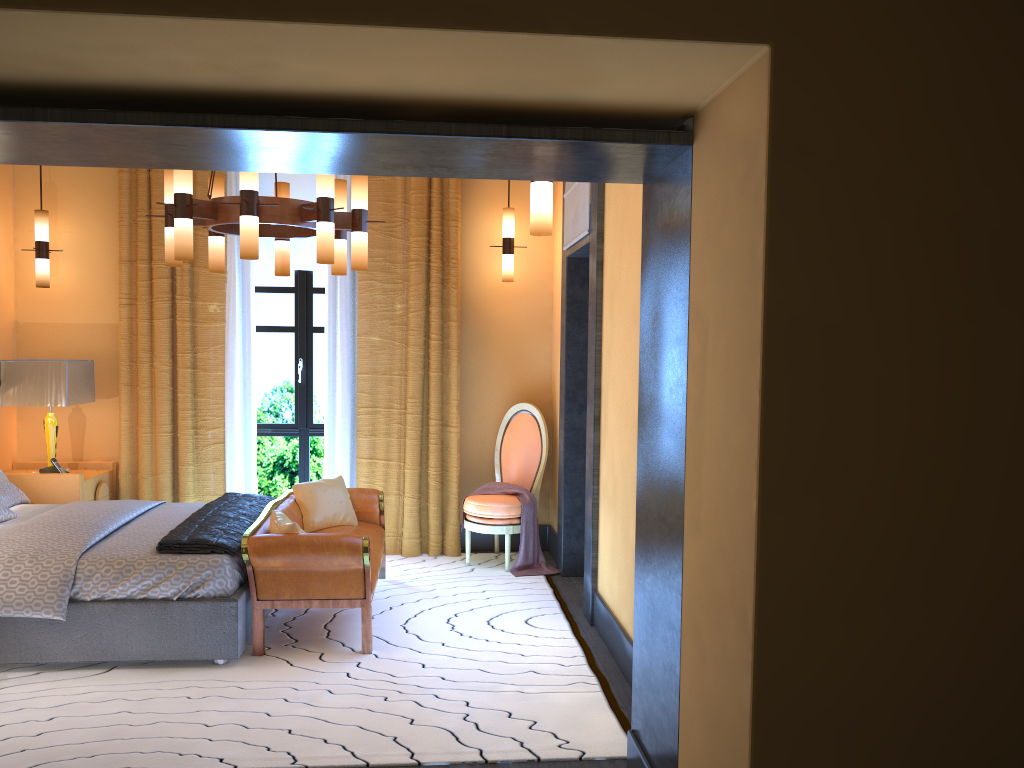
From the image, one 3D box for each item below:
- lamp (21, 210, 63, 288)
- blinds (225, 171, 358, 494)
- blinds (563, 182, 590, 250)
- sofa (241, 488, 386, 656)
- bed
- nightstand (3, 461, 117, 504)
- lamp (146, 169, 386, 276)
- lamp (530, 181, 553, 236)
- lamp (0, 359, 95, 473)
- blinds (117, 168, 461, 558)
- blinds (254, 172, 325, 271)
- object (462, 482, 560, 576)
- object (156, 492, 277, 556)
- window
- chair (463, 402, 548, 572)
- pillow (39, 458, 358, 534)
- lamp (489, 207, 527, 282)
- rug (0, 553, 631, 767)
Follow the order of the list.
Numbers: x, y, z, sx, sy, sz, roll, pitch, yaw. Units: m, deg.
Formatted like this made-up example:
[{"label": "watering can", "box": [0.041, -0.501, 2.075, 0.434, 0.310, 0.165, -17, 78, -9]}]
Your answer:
[{"label": "lamp", "box": [-3.269, -0.938, 6.170, 0.199, 0.532, 0.199, 3, 4, 39]}, {"label": "blinds", "box": [-1.618, -0.774, 6.451, 2.050, 4.080, 0.236, 0, 3, -8]}, {"label": "blinds", "box": [0.411, -1.664, 5.451, 0.042, 1.578, 0.894, 0, 3, -5]}, {"label": "sofa", "box": [-1.076, 1.006, 5.132, 0.650, 0.641, 1.613, 0, 2, -5]}, {"label": "bed", "box": [-2.409, 0.858, 4.922, 2.106, 0.825, 1.886, 0, 2, -6]}, {"label": "nightstand", "box": [-3.191, 0.920, 6.126, 0.720, 0.691, 0.679, 0, 3, -5]}, {"label": "lamp", "box": [-1.275, -1.694, 4.613, 1.141, 2.171, 1.140, 2, 3, 17]}, {"label": "lamp", "box": [0.116, -0.845, 3.426, 0.199, 0.532, 0.199, 3, 4, 39]}, {"label": "lamp", "box": [-3.125, 0.238, 5.999, 0.424, 0.803, 0.505, 0, 3, -5]}, {"label": "blinds", "box": [-1.571, -0.793, 6.371, 2.450, 4.151, 0.134, 0, 3, -5]}, {"label": "blinds", "box": [-1.586, -1.305, 6.733, 1.200, 0.874, 0.013, 0, 3, -5]}, {"label": "object", "box": [-0.005, 1.000, 6.276, 0.802, 0.573, 0.428, 3, 4, 42]}, {"label": "object", "box": [-1.602, 0.761, 4.986, 0.405, 0.105, 1.459, 1, 2, -6]}, {"label": "window", "box": [-1.600, -0.242, 6.806, 1.200, 3.004, 0.130, 0, 3, -5]}, {"label": "chair", "box": [-0.056, 0.718, 6.358, 0.500, 1.148, 0.632, 2, 3, 28]}, {"label": "pillow", "box": [-1.788, 0.724, 5.584, 2.626, 0.407, 1.146, 2, 3, 36]}, {"label": "lamp", "box": [-0.027, -1.013, 6.472, 0.199, 0.532, 0.199, 3, 4, 39]}, {"label": "rug", "box": [-1.477, 1.330, 4.863, 3.702, 0.016, 3.383, 1, 2, -5]}]
